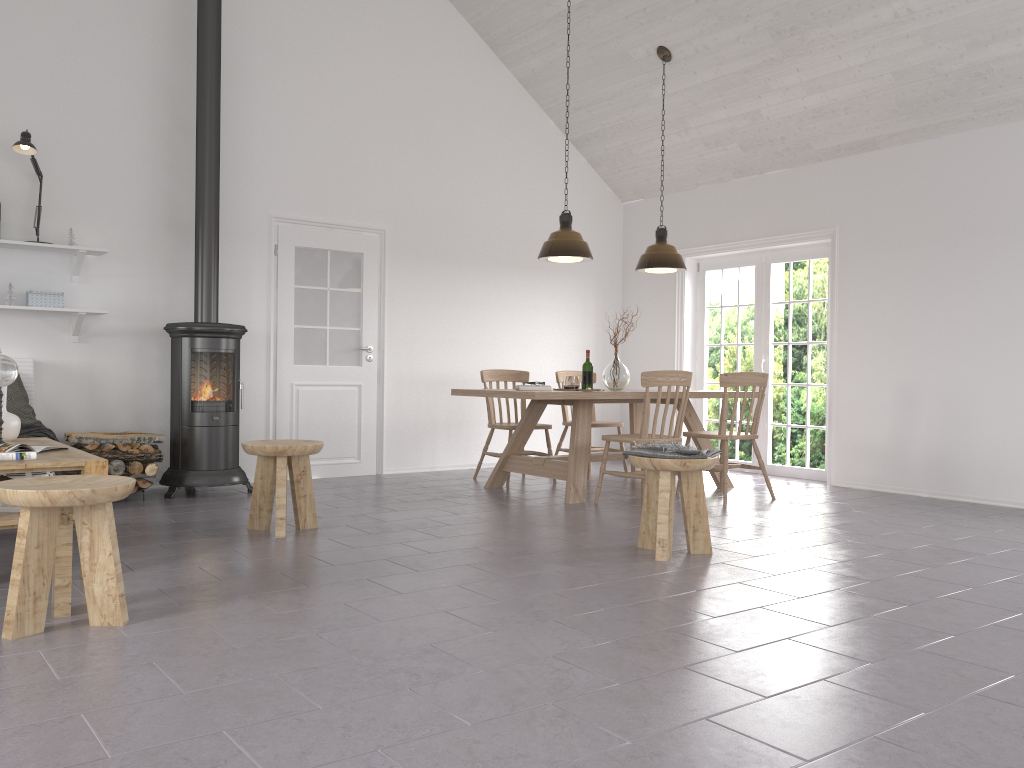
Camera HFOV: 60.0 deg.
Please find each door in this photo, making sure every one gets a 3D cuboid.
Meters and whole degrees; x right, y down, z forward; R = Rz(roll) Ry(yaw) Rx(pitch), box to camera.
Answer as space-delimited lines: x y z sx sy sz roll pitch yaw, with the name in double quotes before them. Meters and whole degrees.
"door" -1.494 -0.236 7.191 0.902 2.013 0.101 0 1 -37
"door" 2.238 -0.182 7.961 0.115 2.024 1.571 0 1 -37

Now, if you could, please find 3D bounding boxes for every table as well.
"table" 0.767 0.424 6.828 2.300 0.749 1.001 0 1 -37
"table" -2.337 0.542 4.057 0.607 0.485 1.457 0 1 -37

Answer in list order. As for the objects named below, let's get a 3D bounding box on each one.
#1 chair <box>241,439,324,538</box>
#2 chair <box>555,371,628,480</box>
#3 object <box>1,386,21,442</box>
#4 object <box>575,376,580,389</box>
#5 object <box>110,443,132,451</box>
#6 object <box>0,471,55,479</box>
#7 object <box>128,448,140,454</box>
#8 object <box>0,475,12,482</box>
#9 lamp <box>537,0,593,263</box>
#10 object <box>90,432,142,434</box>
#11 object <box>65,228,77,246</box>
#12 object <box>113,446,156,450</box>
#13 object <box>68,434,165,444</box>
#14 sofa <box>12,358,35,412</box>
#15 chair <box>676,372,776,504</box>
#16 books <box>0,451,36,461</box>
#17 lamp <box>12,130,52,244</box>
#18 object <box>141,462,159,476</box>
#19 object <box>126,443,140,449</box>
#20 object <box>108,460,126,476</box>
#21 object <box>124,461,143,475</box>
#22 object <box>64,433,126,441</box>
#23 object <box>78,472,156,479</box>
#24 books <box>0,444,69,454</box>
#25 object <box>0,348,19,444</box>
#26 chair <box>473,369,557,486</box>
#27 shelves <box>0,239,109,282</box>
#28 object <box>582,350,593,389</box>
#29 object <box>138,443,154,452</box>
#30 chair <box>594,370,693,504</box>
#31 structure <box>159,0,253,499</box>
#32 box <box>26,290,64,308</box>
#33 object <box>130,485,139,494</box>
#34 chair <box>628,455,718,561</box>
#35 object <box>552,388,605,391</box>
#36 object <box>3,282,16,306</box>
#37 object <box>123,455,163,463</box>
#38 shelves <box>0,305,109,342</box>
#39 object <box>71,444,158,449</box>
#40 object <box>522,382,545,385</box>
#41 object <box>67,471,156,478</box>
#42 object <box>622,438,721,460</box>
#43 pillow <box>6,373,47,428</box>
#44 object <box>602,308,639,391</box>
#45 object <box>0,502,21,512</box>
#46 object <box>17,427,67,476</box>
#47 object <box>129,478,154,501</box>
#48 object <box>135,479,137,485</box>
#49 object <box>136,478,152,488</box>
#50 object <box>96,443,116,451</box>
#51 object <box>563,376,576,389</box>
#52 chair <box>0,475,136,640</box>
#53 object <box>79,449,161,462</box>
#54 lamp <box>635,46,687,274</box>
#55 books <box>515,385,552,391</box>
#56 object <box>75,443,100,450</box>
"chair" -1.233 0.553 4.771 0.431 0.479 0.431 0 1 -40
"chair" 0.667 0.337 7.667 0.506 0.902 0.519 0 1 -37
"object" -2.583 0.131 4.506 0.155 0.325 0.155 1 1 24
"object" 0.463 -0.006 6.667 0.095 0.106 0.095 1 1 -8
"object" -2.630 0.398 5.885 0.096 0.068 0.467 0 1 -37
"object" -2.201 0.443 3.949 0.302 0.161 0.302 0 1 -41
"object" -2.566 0.420 5.892 0.059 0.048 0.529 0 1 -37
"object" -2.067 0.453 3.704 0.182 0.139 0.090 1 1 18
"lamp" 0.409 -2.153 6.505 0.410 2.502 0.410 0 1 -32
"object" -2.738 0.353 5.984 0.467 0.063 0.095 0 1 -37
"object" -2.946 -0.977 5.925 0.073 0.142 0.072 1 1 -4
"object" -2.628 0.458 5.822 0.538 0.082 0.099 0 1 -37
"object" -2.557 0.354 5.751 0.571 0.079 0.115 0 1 -36
"sofa" -3.161 0.315 4.179 2.017 0.932 2.855 0 1 -37
"chair" 1.532 0.362 6.370 0.506 0.902 0.519 0 1 -32
"books" -2.119 0.289 3.617 0.300 0.043 0.229 0 1 -33
"lamp" -3.069 -1.254 5.696 0.196 0.703 0.439 1 1 -17
"object" -2.507 0.536 5.999 0.118 0.142 0.520 0 1 -33
"object" -2.564 0.399 5.919 0.044 0.034 0.425 0 1 -37
"object" -2.679 0.533 5.865 0.110 0.109 0.463 0 1 -39
"object" -2.597 0.544 5.927 0.102 0.102 0.561 0 1 -38
"object" -2.626 0.352 5.833 0.562 0.074 0.095 0 1 -36
"object" -2.574 0.596 5.774 0.468 0.069 0.095 0 1 -37
"books" -2.226 0.278 3.907 0.300 0.049 0.422 1 1 8
"object" -2.445 0.063 4.233 0.155 0.468 0.155 1 1 32
"chair" 0.032 0.333 7.193 0.506 0.902 0.519 0 1 -32
"shelves" -3.507 -0.804 5.502 1.820 0.212 0.269 0 1 -37
"object" 0.563 -0.102 6.596 0.081 0.303 0.081 1 1 20
"object" -2.514 0.401 5.968 0.098 0.088 0.466 0 1 -36
"chair" 0.897 0.358 5.896 0.506 0.902 0.519 0 1 -37
"structure" -2.157 -1.679 6.204 0.626 4.887 0.643 1 1 29
"box" -3.078 -0.550 5.843 0.202 0.110 0.137 0 1 -37
"object" -2.598 0.679 5.952 0.096 0.067 0.467 0 1 -37
"chair" 0.776 0.585 4.316 0.431 0.479 0.431 1 1 -20
"object" 0.494 0.043 6.564 0.394 0.014 0.394 1 1 7
"object" -3.240 -0.579 5.720 0.088 0.161 0.093 0 1 -27
"object" -2.590 0.495 5.815 0.562 0.063 0.095 0 1 -36
"shelves" -3.513 -0.393 5.506 1.820 0.212 0.269 0 1 -37
"object" -2.666 0.433 5.929 0.562 0.057 0.097 0 1 -37
"object" 0.155 -0.002 6.329 0.135 0.030 0.141 1 1 38
"object" -2.632 0.598 5.837 0.539 0.070 0.101 0 1 -36
"object" 0.778 0.334 4.381 0.462 0.120 0.348 1 1 23
"pillow" -3.206 0.109 5.470 0.334 0.395 0.519 1 1 31
"object" 0.839 -0.282 6.797 0.291 0.666 0.313 1 1 16
"object" -2.001 0.474 3.700 0.281 0.102 0.155 1 1 -4
"object" -3.366 0.501 5.163 0.716 0.508 1.449 1 1 43
"object" -2.678 0.701 5.896 0.456 0.118 0.478 0 1 -37
"object" -2.581 0.634 5.925 0.046 0.033 0.425 0 1 -37
"object" -2.532 0.652 5.963 0.096 0.060 0.467 0 1 -37
"object" -2.702 0.398 5.831 0.098 0.060 0.467 0 1 -34
"object" 0.422 -0.005 6.500 0.095 0.106 0.095 1 1 -8
"chair" -1.499 0.568 2.979 0.431 0.479 0.431 0 1 -39
"object" -2.533 0.462 5.736 0.480 0.104 0.126 0 1 -35
"lamp" 1.207 -1.795 7.108 0.410 1.796 0.410 1 1 -2
"books" 0.151 0.028 6.329 0.231 0.040 0.342 1 1 -5
"object" -2.766 0.396 5.776 0.098 0.061 0.467 0 1 -36
